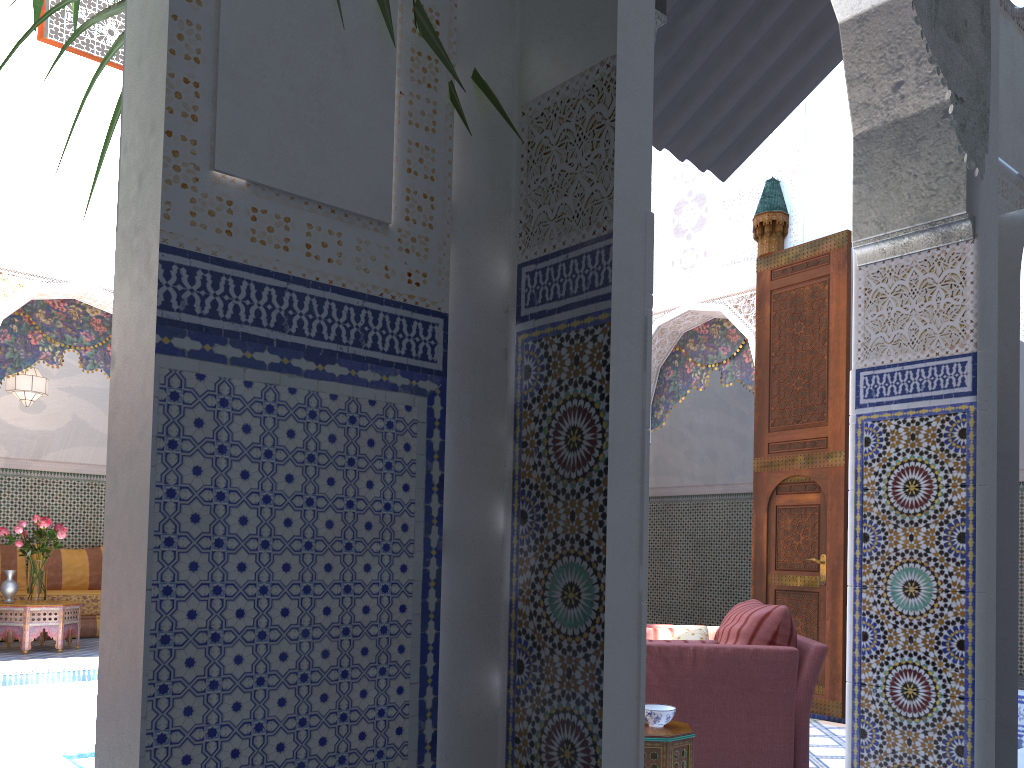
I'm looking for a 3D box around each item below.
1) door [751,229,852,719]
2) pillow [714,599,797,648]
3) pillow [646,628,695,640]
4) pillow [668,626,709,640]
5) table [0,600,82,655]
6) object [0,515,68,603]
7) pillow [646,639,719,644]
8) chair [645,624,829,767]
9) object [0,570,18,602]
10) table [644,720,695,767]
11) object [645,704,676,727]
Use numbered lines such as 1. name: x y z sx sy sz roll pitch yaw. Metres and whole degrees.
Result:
1. door: 1.528 0.503 4.675 0.124 2.500 0.584 3 -3 -35
2. pillow: 0.909 1.019 3.349 0.301 0.375 0.591 1 -8 5
3. pillow: 0.585 1.125 3.600 0.379 0.251 0.190 1 -5 6
4. pillow: 0.670 1.060 3.415 0.261 0.232 0.168 -2 -6 26
5. table: -3.278 1.664 6.017 0.542 0.320 0.541 9 -11 -40
6. object: -3.266 1.192 5.990 0.448 0.592 0.337 3 -4 -14
7. pillow: 0.557 1.034 3.149 0.396 0.241 0.190 1 -5 5
8. chair: 0.758 1.228 3.357 0.725 0.537 0.825 1 -8 4
9. object: -3.386 1.362 5.901 0.107 0.211 0.107 4 -5 -35
10. table: 0.402 1.202 2.667 0.291 0.322 0.290 7 -8 -40
11. object: 0.440 1.013 2.667 0.118 0.056 0.119 6 -10 -28
